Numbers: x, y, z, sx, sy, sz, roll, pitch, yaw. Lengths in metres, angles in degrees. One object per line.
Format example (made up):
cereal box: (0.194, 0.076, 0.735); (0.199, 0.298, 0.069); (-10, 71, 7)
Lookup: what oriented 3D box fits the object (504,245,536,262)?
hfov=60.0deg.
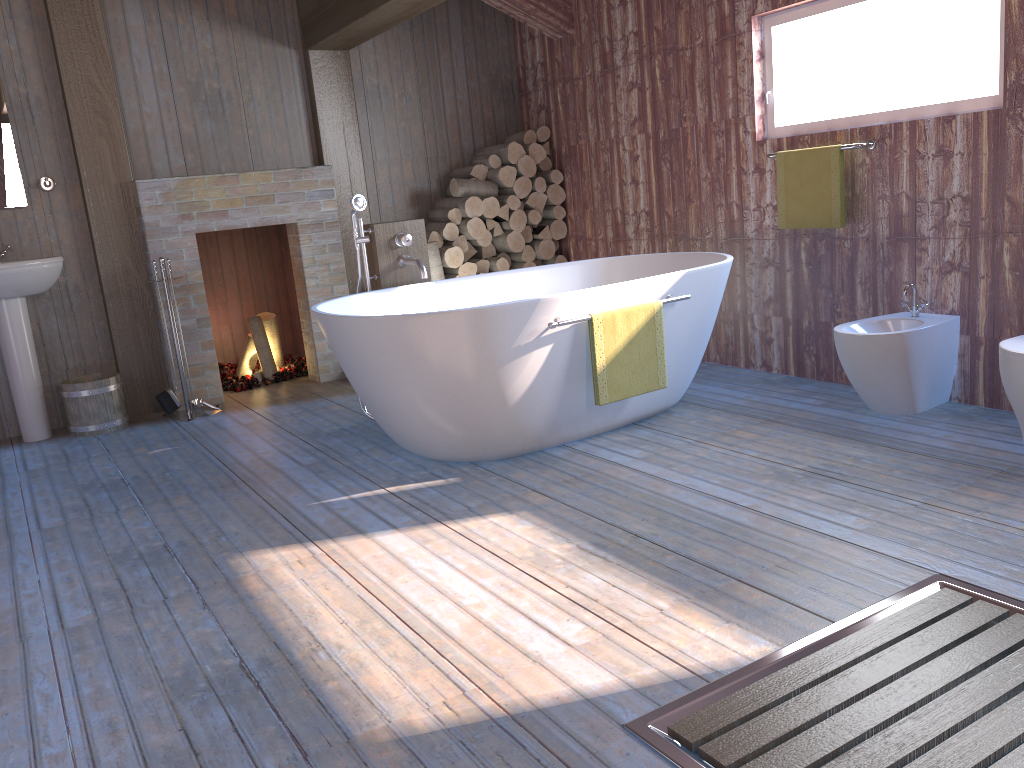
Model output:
object: (0.027, -0.882, 5.991); (0.114, 0.113, 0.301); (-13, 14, -31)

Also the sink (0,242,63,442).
sink: (-2.569, -0.248, 4.591); (0.582, 1.143, 0.475); (-13, 14, -30)

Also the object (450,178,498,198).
object: (-0.243, -1.249, 5.678); (0.302, 0.157, 0.121); (-12, 14, -28)

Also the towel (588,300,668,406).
towel: (0.462, -0.126, 3.495); (0.370, 0.361, 0.032); (-14, 15, -33)

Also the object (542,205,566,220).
object: (0.205, -1.174, 6.082); (0.102, 0.109, 0.438); (-13, 14, -29)

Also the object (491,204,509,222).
object: (-0.167, -1.115, 5.861); (0.109, 0.124, 0.424); (-13, 14, -30)

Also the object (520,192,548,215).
object: (0.047, -1.216, 6.014); (0.172, 0.151, 0.482); (-12, 14, -28)

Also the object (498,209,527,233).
object: (-0.068, -1.081, 5.931); (0.136, 0.157, 0.439); (-12, 14, -28)

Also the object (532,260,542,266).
object: (0.072, -0.817, 6.175); (0.118, 0.106, 0.319); (-13, 14, -31)

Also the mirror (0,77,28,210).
mirror: (-2.786, -1.490, 4.510); (0.350, 1.199, 0.009); (-13, 14, -29)

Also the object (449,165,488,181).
object: (-0.286, -1.378, 5.866); (0.140, 0.121, 0.319); (-12, 14, -28)

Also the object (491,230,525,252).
object: (-0.093, -0.952, 5.936); (0.141, 0.143, 0.437); (-13, 14, -31)

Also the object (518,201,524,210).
object: (-0.020, -1.167, 5.921); (0.095, 0.090, 0.278); (-12, 14, -28)

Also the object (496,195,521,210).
object: (-0.098, -1.201, 5.890); (0.102, 0.109, 0.438); (-13, 14, -29)

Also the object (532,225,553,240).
object: (0.110, -1.033, 6.047); (0.115, 0.112, 0.423); (-13, 14, -29)

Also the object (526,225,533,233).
object: (0.065, -1.047, 6.002); (0.065, 0.069, 0.177); (-13, 14, -30)

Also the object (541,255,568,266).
object: (0.210, -0.830, 6.164); (0.139, 0.137, 0.455); (-13, 14, -31)

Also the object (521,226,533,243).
object: (0.009, -1.008, 5.973); (0.111, 0.118, 0.302); (-13, 14, -30)

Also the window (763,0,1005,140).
window: (1.572, -1.417, 3.834); (0.054, 0.587, 1.255); (-12, 14, -28)

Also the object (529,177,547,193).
object: (0.078, -1.332, 5.979); (0.089, 0.106, 0.437); (-12, 14, -28)

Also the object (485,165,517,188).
object: (-0.142, -1.363, 5.864); (0.139, 0.148, 0.458); (-13, 14, -29)

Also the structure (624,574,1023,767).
structure: (0.903, 0.667, 1.570); (1.000, 0.067, 1.000); (-13, 14, -29)

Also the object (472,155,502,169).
object: (-0.165, -1.449, 5.803); (0.094, 0.097, 0.227); (-12, 14, -28)

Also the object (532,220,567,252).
object: (0.207, -1.011, 6.120); (0.137, 0.256, 0.439); (-13, 14, -29)

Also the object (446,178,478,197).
object: (-0.323, -1.285, 5.857); (0.113, 0.130, 0.291); (-12, 14, -28)

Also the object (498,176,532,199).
object: (-0.040, -1.293, 5.915); (0.143, 0.151, 0.440); (-13, 14, -29)

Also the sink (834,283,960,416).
sink: (1.557, -0.136, 3.638); (0.515, 0.517, 0.335); (-12, 14, -28)

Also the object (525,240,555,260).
object: (0.117, -0.920, 6.078); (0.137, 0.133, 0.437); (-13, 14, -31)

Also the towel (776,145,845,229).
towel: (1.362, -0.893, 4.058); (0.032, 0.361, 0.370); (-13, 14, -29)

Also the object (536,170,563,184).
object: (0.186, -1.400, 6.035); (0.102, 0.109, 0.438); (-13, 14, -29)

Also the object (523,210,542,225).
object: (0.040, -1.126, 5.988); (0.102, 0.109, 0.438); (-13, 14, -29)

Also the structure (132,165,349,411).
structure: (-1.557, -0.586, 5.314); (1.130, 1.330, 0.226); (-13, 14, -29)

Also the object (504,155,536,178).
object: (-0.020, -1.433, 5.906); (0.141, 0.143, 0.437); (-13, 14, -31)

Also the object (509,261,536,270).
object: (0.042, -0.777, 6.011); (0.116, 0.117, 0.289); (-13, 14, -31)

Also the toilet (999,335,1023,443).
toilet: (1.862, 0.050, 2.926); (0.534, 0.400, 0.375); (-12, 14, -28)

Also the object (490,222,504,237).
object: (-0.158, -1.029, 5.889); (0.085, 0.096, 0.280); (-12, 14, -28)

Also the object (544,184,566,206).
object: (0.184, -1.288, 6.056); (0.147, 0.152, 0.439); (-13, 14, -29)

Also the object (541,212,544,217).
object: (0.130, -1.167, 6.090); (0.088, 0.092, 0.280); (-12, 14, -28)
